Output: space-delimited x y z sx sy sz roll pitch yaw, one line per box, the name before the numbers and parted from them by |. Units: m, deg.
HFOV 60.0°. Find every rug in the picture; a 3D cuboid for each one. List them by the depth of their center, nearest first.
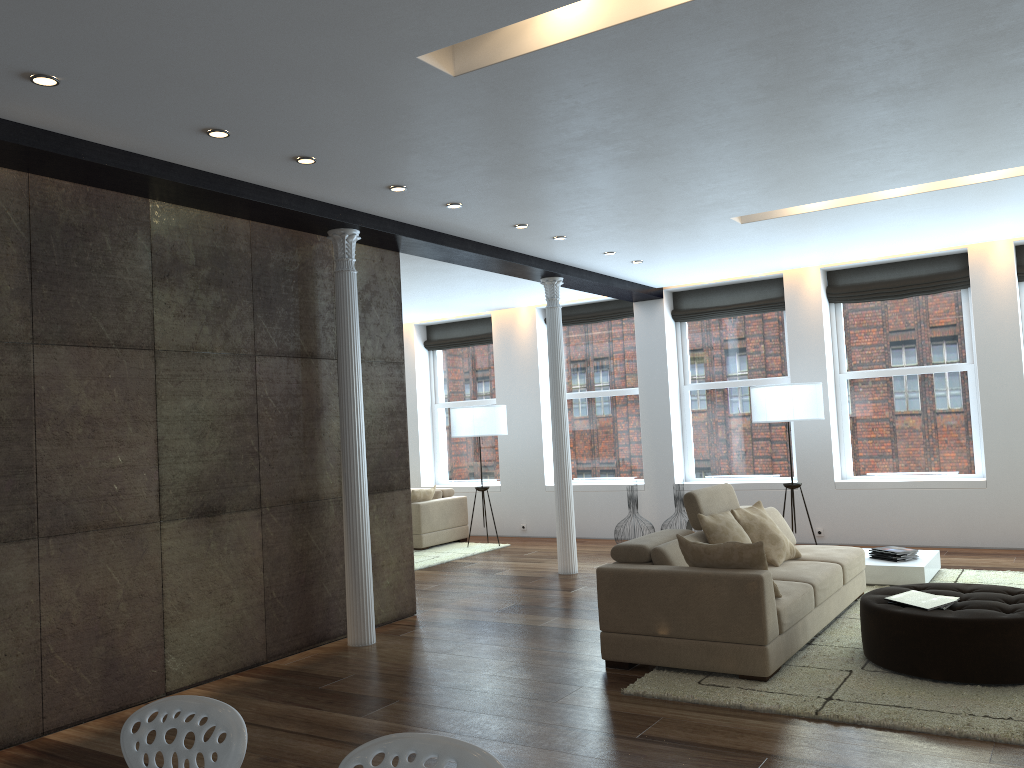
rug | 2.974 1.559 5.682 2.972 0.020 4.231 -5 -3 33
rug | -2.598 2.110 10.765 4.231 0.020 2.972 -5 -3 33

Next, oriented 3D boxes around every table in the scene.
table | 3.084 1.551 7.533 0.900 0.170 0.900 -5 -3 33

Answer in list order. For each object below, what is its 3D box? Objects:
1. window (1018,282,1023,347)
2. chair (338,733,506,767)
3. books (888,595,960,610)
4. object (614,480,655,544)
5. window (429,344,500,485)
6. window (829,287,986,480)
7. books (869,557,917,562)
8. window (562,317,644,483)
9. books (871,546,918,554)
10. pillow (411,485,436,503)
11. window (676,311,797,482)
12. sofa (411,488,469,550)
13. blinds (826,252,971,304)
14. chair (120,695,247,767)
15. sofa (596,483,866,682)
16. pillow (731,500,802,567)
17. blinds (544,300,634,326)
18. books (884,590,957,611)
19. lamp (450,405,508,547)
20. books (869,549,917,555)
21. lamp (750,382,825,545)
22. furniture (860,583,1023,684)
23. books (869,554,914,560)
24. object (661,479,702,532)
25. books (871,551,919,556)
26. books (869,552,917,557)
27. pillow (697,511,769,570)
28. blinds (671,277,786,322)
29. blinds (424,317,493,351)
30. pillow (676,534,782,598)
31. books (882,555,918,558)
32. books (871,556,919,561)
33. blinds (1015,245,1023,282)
window | 5.754 -0.242 8.510 1.443 2.400 0.123 -5 -3 33
chair | -0.270 1.110 1.504 0.495 0.835 0.581 -5 -3 33
books | 2.261 1.191 4.870 0.219 0.031 0.300 0 -4 -42
object | 1.365 1.477 9.949 0.458 0.781 0.458 -5 -3 32
window | -0.595 0.299 12.575 1.345 2.400 0.123 -5 -3 33
window | 4.207 -0.110 9.501 1.442 2.400 0.123 -5 -3 33
books | 3.168 1.448 7.373 0.220 0.010 0.300 -2 -3 -22
window | 1.142 0.151 11.462 1.391 2.400 0.123 -5 -3 33
books | 3.187 1.380 7.386 0.220 0.010 0.300 -2 -3 -17
pillow | -1.199 1.479 11.112 0.395 0.393 0.518 -5 -3 29
window | 2.664 0.021 10.488 1.432 2.400 0.123 -5 -3 33
sofa | -1.924 1.662 11.843 2.581 0.950 1.018 -5 -3 33
blinds | 4.121 -1.117 9.498 1.439 0.424 0.156 -5 -3 33
chair | -0.865 1.160 1.862 0.495 0.835 0.581 -5 -3 33
sofa | 1.613 1.183 6.050 1.021 0.950 2.581 -5 -3 33
pillow | 1.806 1.070 6.368 0.368 0.416 0.519 -5 -4 37
blinds | 1.051 -0.921 11.464 1.396 0.275 0.156 -5 -3 33
books | 2.237 1.184 4.860 0.220 0.040 0.301 -2 -3 -22
lamp | -0.375 1.141 10.947 0.698 1.728 0.698 -1 -3 -34
books | 3.165 1.390 7.375 0.220 0.010 0.300 -2 -3 -22
lamp | 2.808 0.870 8.910 0.698 1.728 0.698 -1 -3 -34
furniture | 2.507 1.359 4.937 1.057 0.355 1.057 -5 -3 34
books | 3.167 1.429 7.374 0.220 0.010 0.300 -2 -3 -22
object | 1.874 1.446 9.881 0.458 0.781 0.458 -5 -3 32
books | 3.188 1.399 7.385 0.220 0.010 0.300 0 -4 -42
books | 3.166 1.409 7.374 0.220 0.010 0.300 -1 -3 -32
pillow | 1.457 1.052 5.850 0.301 0.439 0.534 -5 -4 36
blinds | 2.568 -0.991 10.474 1.431 0.395 0.183 -5 -3 33
blinds | -0.683 -0.714 12.573 1.342 0.393 0.156 -5 -3 33
pillow | 1.248 1.046 5.081 0.518 0.393 0.395 -5 -4 36
books | 3.190 1.419 7.384 0.220 0.010 0.300 -3 -3 -7
books | 3.191 1.438 7.383 0.220 0.010 0.300 -1 -4 -37
blinds | 5.667 -1.256 8.508 1.442 0.393 0.156 -5 -3 33
